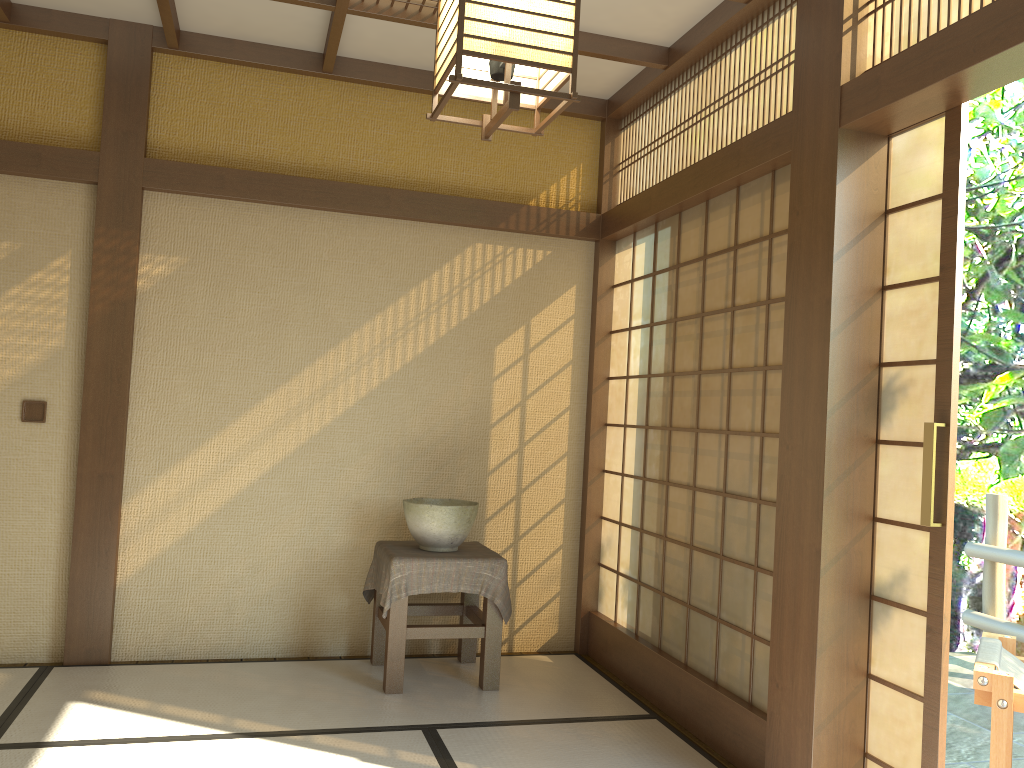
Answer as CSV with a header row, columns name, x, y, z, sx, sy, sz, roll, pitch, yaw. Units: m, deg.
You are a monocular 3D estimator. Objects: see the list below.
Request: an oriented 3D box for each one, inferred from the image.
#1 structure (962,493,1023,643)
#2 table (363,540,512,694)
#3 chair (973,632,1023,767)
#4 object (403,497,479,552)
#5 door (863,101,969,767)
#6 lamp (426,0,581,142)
name,x,y,z,sx,sy,sz,roll,pitch,yaw
structure,4.039,1.177,2.121,0.245,1.136,7.456,4,-2,-16
table,-0.366,1.075,4.190,0.629,0.595,0.633,4,-2,-17
chair,1.967,1.261,3.012,0.704,0.598,0.698,2,-2,30
object,-0.340,0.668,4.192,0.358,0.230,0.357,1,-3,43
door,0.984,0.323,3.467,0.073,2.380,1.894,4,-2,-16
lamp,0.007,-1.045,1.677,0.240,1.129,0.240,4,-2,-16
